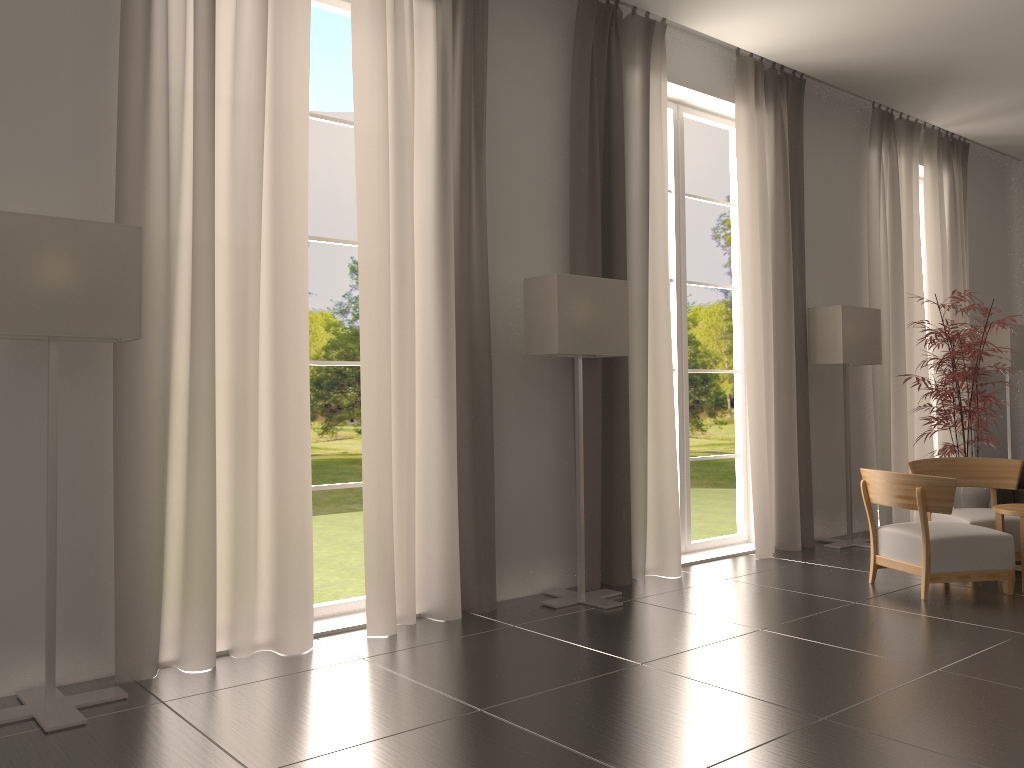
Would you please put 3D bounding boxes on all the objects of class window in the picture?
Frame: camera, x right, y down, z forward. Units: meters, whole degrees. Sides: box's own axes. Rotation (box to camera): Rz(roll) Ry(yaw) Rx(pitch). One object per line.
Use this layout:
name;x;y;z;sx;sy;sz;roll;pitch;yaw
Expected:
window;-1.974;-0.760;7.949;2.643;5.754;0.110;1;-3;-39
window;16.626;-3.517;8.884;48.616;20.596;99.076;0;-2;-39
window;6.219;-0.718;14.629;2.643;5.754;0.110;1;-3;-39
window;2.123;-0.739;11.289;2.643;5.754;0.110;1;-3;-39

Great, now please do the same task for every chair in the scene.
chair;5.487;1.503;10.349;1.452;1.227;1.150;0;-2;-4
chair;7.519;1.579;11.923;1.499;1.077;1.537;1;-2;-39
chair;4.332;1.492;9.156;1.151;1.227;1.451;0;-2;-14

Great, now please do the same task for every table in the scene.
table;5.483;1.692;9.182;0.870;0.803;0.869;0;-2;-17

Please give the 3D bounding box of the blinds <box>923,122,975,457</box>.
blinds;7.250;-1.037;14.697;1.549;6.437;0.417;1;-3;-43

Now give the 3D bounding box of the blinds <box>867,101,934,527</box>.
blinds;5.936;-1.044;13.628;1.549;6.437;0.414;1;-3;-35

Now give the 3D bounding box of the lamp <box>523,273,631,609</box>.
lamp;0.671;0.546;8.828;1.000;3.181;0.907;1;-3;-39

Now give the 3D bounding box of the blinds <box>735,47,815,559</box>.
blinds;3.431;-1.057;11.583;1.549;6.437;0.417;1;-3;-43

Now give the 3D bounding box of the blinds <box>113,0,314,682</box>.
blinds;-2.282;-1.087;6.926;1.549;6.437;0.414;1;-3;-35

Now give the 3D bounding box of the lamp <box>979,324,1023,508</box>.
lamp;8.556;0.587;15.258;1.000;3.181;0.907;1;-3;-39

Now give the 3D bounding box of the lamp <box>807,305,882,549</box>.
lamp;4.527;0.566;11.973;1.000;3.181;0.907;1;-3;-39

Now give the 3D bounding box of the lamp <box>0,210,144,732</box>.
lamp;-3.018;0.527;5.820;1.000;3.181;0.907;1;-3;-39

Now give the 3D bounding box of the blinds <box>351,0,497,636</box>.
blinds;-0.785;-1.079;8.145;1.549;6.437;0.417;1;-3;-43

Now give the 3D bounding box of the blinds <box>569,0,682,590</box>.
blinds;1.235;-1.068;9.794;1.549;6.437;0.414;1;-3;-35

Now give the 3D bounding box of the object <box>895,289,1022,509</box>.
object;5.942;0.444;11.813;1.489;3.400;1.770;-2;-2;36
